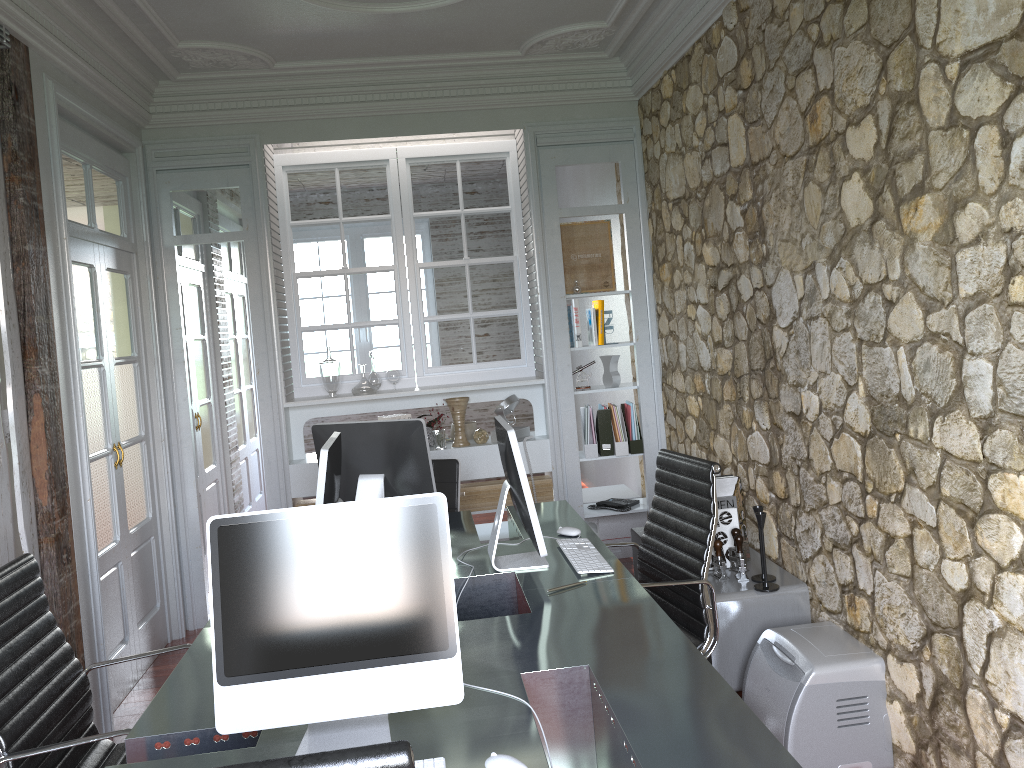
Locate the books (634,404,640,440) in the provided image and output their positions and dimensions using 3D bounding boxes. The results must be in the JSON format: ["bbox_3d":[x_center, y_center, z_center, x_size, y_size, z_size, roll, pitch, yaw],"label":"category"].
[{"bbox_3d":[0.745,0.256,5.348,0.023,0.282,0.194,-5,2,-2],"label":"books"}]

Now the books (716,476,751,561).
[{"bbox_3d":[0.858,0.584,3.762,0.272,0.354,0.063,-5,1,-6],"label":"books"}]

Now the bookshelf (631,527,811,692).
[{"bbox_3d":[0.868,0.979,3.949,0.436,0.459,1.196,-5,4,-6],"label":"bookshelf"}]

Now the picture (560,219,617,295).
[{"bbox_3d":[0.448,-0.756,5.294,0.326,0.434,0.009,-5,1,-6],"label":"picture"}]

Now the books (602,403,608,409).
[{"bbox_3d":[0.571,0.269,5.317,0.009,0.288,0.194,-5,2,-1],"label":"books"}]

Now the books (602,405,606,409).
[{"bbox_3d":[0.558,0.273,5.314,0.030,0.282,0.180,-5,2,-1],"label":"books"}]

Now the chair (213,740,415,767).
[{"bbox_3d":[-0.352,0.978,1.409,0.665,1.022,0.700,-5,2,-2],"label":"chair"}]

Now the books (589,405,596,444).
[{"bbox_3d":[0.485,0.276,5.327,0.022,0.288,0.194,-5,2,2],"label":"books"}]

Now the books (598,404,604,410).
[{"bbox_3d":[0.535,0.272,5.316,0.039,0.288,0.194,-5,2,-1],"label":"books"}]

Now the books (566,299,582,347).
[{"bbox_3d":[0.374,-0.367,5.352,0.042,0.286,0.216,-5,2,-6],"label":"books"}]

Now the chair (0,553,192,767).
[{"bbox_3d":[-1.016,0.971,2.301,0.699,1.022,0.666,-5,2,-12],"label":"chair"}]

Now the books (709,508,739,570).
[{"bbox_3d":[0.852,0.647,3.693,0.197,0.240,0.058,-5,1,-6],"label":"books"}]

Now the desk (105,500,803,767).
[{"bbox_3d":[-0.234,1.021,2.680,1.301,0.726,2.511,-5,4,-6],"label":"desk"}]

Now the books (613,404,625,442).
[{"bbox_3d":[0.650,0.268,5.322,0.045,0.287,0.194,-5,2,0],"label":"books"}]

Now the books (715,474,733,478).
[{"bbox_3d":[0.846,0.581,3.814,0.258,0.354,0.049,-5,1,-6],"label":"books"}]

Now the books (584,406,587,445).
[{"bbox_3d":[0.443,0.277,5.329,0.037,0.287,0.194,-5,2,2],"label":"books"}]

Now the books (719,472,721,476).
[{"bbox_3d":[0.823,0.571,4.014,0.259,0.351,0.065,-5,1,-6],"label":"books"}]

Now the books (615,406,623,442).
[{"bbox_3d":[0.640,0.266,5.321,0.043,0.281,0.194,-5,2,0],"label":"books"}]

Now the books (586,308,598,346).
[{"bbox_3d":[0.481,-0.344,5.339,0.026,0.223,0.161,-5,2,-6],"label":"books"}]

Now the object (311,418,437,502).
[{"bbox_3d":[-0.539,0.384,3.438,0.483,0.485,0.190,-4,1,19],"label":"object"}]

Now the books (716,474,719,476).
[{"bbox_3d":[0.827,0.584,3.952,0.249,0.333,0.060,-5,1,-6],"label":"books"}]

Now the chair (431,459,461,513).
[{"bbox_3d":[-0.518,0.854,4.098,0.474,0.918,0.603,-4,2,24],"label":"chair"}]

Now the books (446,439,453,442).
[{"bbox_3d":[-0.507,0.354,5.446,0.181,0.011,0.245,-8,5,-41],"label":"books"}]

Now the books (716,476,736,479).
[{"bbox_3d":[0.853,0.584,3.791,0.259,0.352,0.070,-5,1,-6],"label":"books"}]

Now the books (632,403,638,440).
[{"bbox_3d":[0.730,0.253,5.348,0.013,0.288,0.194,-5,2,-2],"label":"books"}]

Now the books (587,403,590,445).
[{"bbox_3d":[0.457,0.273,5.335,0.038,0.296,0.180,-5,2,2],"label":"books"}]

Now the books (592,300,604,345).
[{"bbox_3d":[0.519,-0.370,5.341,0.055,0.268,0.192,-5,2,-6],"label":"books"}]

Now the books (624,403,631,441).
[{"bbox_3d":[0.700,0.263,5.345,0.024,0.277,0.194,-5,2,-2],"label":"books"}]

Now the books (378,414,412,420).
[{"bbox_3d":[-0.701,0.286,5.348,0.151,0.193,0.143,-7,3,-41],"label":"books"}]

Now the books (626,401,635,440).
[{"bbox_3d":[0.717,0.253,5.355,0.030,0.290,0.180,-5,2,-2],"label":"books"}]

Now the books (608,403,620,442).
[{"bbox_3d":[0.618,0.259,5.329,0.045,0.282,0.180,-5,2,0],"label":"books"}]

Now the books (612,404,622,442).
[{"bbox_3d":[0.630,0.264,5.323,0.045,0.287,0.194,-5,2,0],"label":"books"}]

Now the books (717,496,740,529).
[{"bbox_3d":[0.848,0.623,3.728,0.222,0.282,0.061,-5,1,-6],"label":"books"}]

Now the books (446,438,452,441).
[{"bbox_3d":[-0.508,0.345,5.446,0.181,0.007,0.245,-8,5,-41],"label":"books"}]

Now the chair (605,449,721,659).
[{"bbox_3d":[0.411,0.794,3.100,0.699,1.022,0.666,-5,2,-11],"label":"chair"}]
